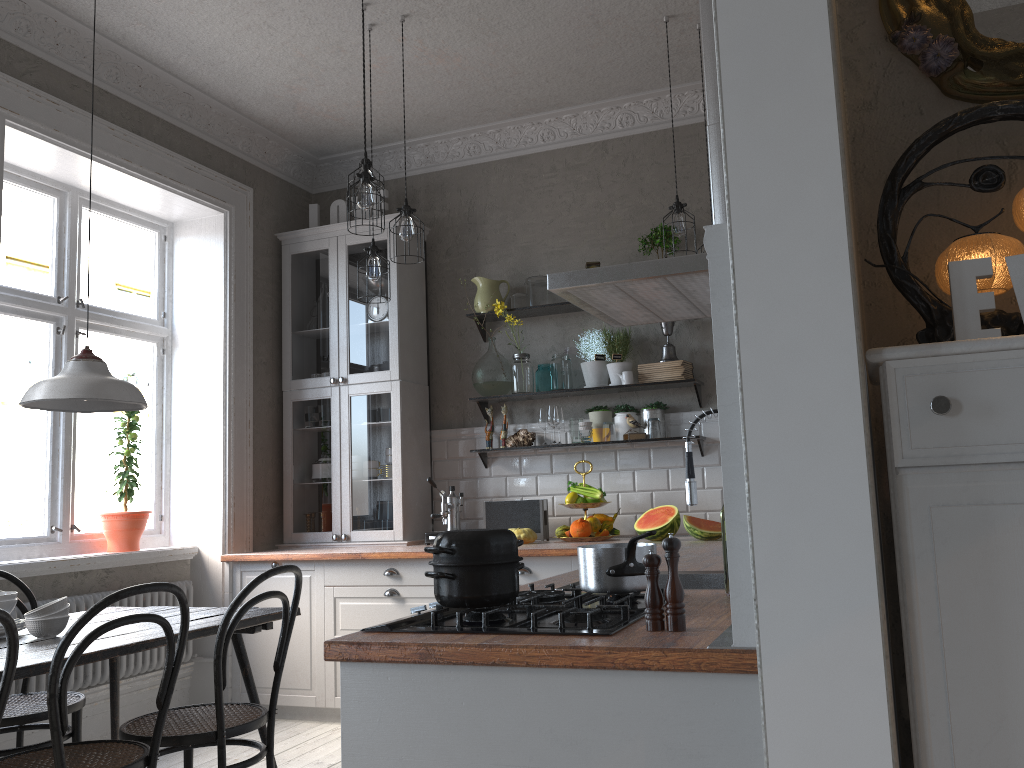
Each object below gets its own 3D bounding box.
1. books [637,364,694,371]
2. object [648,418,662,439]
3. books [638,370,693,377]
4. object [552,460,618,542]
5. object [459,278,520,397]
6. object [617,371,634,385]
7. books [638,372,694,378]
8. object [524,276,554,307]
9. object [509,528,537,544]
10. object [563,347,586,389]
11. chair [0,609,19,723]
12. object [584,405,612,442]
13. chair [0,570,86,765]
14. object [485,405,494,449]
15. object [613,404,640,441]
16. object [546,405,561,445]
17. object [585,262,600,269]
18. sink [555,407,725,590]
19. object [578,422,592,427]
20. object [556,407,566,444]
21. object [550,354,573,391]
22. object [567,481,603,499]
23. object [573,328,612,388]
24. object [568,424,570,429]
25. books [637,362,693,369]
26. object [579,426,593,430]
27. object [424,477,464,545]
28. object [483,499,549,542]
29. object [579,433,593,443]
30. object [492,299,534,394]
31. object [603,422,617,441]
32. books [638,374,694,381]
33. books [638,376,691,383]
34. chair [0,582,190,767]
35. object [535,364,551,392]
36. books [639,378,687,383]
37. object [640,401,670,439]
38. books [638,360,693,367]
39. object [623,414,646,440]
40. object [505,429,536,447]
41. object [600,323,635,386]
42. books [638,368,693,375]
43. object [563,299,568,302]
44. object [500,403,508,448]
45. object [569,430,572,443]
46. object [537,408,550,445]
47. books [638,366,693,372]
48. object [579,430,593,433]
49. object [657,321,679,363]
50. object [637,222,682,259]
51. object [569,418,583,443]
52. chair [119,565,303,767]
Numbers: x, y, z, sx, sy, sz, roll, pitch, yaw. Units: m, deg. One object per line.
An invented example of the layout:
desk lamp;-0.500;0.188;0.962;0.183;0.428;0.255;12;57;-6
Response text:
books;0.831;-0.082;4.803;0.256;0.016;0.161;-7;-9;34
object;0.759;0.237;4.719;0.077;0.108;0.078;-4;-7;15
books;0.833;-0.050;4.799;0.256;0.011;0.160;-6;-8;27
object;0.385;0.615;4.677;0.350;0.425;0.353;-3;-7;7
object;-0.141;-0.261;5.115;0.337;0.674;0.335;-1;-7;-10
object;0.623;-0.030;4.777;0.064;0.071;0.104;3;-9;-38
books;0.833;-0.039;4.797;0.256;0.016;0.161;-7;-8;30
object;0.159;-0.514;5.084;0.175;0.184;0.169;2;-8;-29
object;0.033;0.791;4.611;0.194;0.083;0.192;-5;-8;22
object;0.355;-0.075;5.078;0.129;0.264;0.134;-6;-8;27
chair;-1.359;0.938;1.838;0.542;0.920;0.443;-5;-8;19
object;0.483;0.221;4.933;0.156;0.216;0.156;-2;-7;1
chair;-1.787;1.123;3.139;0.538;0.920;0.446;-7;-9;34
object;-0.131;0.254;5.143;0.053;0.264;0.061;-1;-7;-7
object;0.630;0.213;4.887;0.150;0.214;0.170;4;-9;-38
object;0.232;0.229;4.903;0.081;0.217;0.082;-3;-7;8
object;0.455;-0.620;4.960;0.083;0.113;0.083;-2;-7;2
sink;0.439;0.428;2.433;0.521;0.720;0.493;-5;-8;21
object;0.401;0.235;4.826;0.077;0.051;0.077;-3;-7;7
object;0.265;0.238;4.987;0.081;0.217;0.082;-3;-7;8
object;0.275;-0.061;4.943;0.122;0.206;0.127;-9;-10;44
object;0.386;0.555;4.655;0.207;0.101;0.068;-6;-8;27
object;0.480;-0.142;4.971;0.240;0.354;0.239;-8;-9;39
object;0.357;0.266;4.969;0.076;0.083;0.079;-8;-9;39
books;0.831;-0.093;4.804;0.256;0.016;0.161;-7;-8;30
object;0.402;0.260;4.823;0.075;0.051;0.079;-8;-9;40
object;-0.374;0.701;4.905;0.203;0.370;0.358;-5;-8;22
object;0.021;0.749;4.842;0.346;0.226;0.089;-5;-8;21
object;0.403;0.294;4.818;0.076;0.051;0.078;-4;-7;14
object;0.004;-0.212;5.005;0.190;0.540;0.283;-4;-7;14
object;0.530;0.262;4.833;0.077;0.108;0.078;-4;-7;15
books;0.833;-0.029;4.796;0.256;0.016;0.161;-7;-9;34
books;0.834;-0.018;4.795;0.256;0.011;0.160;-6;-8;27
chair;-1.153;0.994;2.336;0.539;0.920;0.446;-6;-8;29
object;0.197;-0.025;5.067;0.124;0.172;0.128;-6;-8;25
books;0.834;-0.007;4.793;0.257;0.011;0.160;-6;-8;24
object;0.785;0.202;4.837;0.156;0.213;0.155;-5;-8;19
books;0.831;-0.103;4.806;0.256;0.011;0.160;-6;-8;27
object;0.665;0.232;4.775;0.119;0.147;0.100;-1;-7;-11
object;0.048;0.307;5.024;0.177;0.111;0.096;-2;-7;-2
object;0.581;-0.170;4.878;0.186;0.380;0.167;0;-8;-17
books;0.832;-0.061;4.800;0.257;0.011;0.160;-6;-8;24
object;0.360;-0.537;5.112;0.142;0.220;0.138;0;-8;-19
object;-0.040;0.244;5.092;0.062;0.264;0.052;2;-8;-32
object;0.358;0.298;4.965;0.076;0.083;0.079;-8;-9;39
object;0.187;0.246;5.021;0.081;0.217;0.082;-3;-7;8
books;0.832;-0.072;4.802;0.256;0.011;0.160;-6;-8;27
object;0.403;0.277;4.820;0.076;0.051;0.078;-4;-7;14
object;0.847;-0.253;4.811;0.130;0.287;0.131;-3;-7;7
object;0.835;-0.683;4.833;0.246;0.397;0.255;5;-10;-43
object;0.356;0.261;4.888;0.079;0.139;0.078;-1;-7;-6
chair;-0.946;1.042;2.780;0.542;0.920;0.443;-5;-8;19
